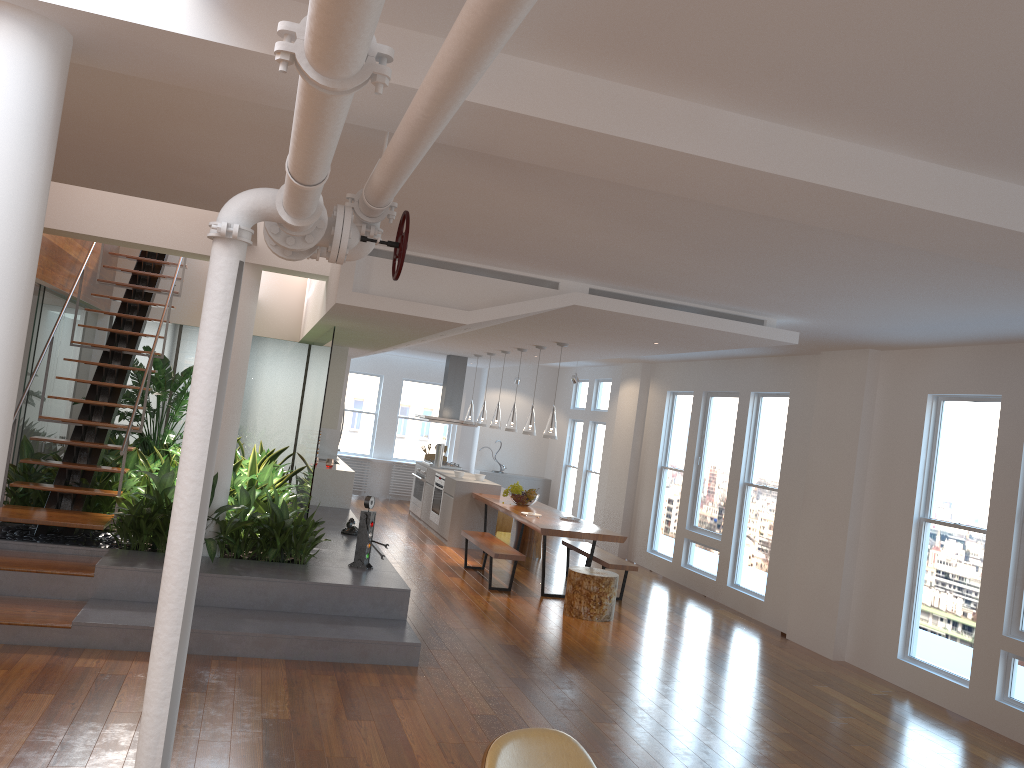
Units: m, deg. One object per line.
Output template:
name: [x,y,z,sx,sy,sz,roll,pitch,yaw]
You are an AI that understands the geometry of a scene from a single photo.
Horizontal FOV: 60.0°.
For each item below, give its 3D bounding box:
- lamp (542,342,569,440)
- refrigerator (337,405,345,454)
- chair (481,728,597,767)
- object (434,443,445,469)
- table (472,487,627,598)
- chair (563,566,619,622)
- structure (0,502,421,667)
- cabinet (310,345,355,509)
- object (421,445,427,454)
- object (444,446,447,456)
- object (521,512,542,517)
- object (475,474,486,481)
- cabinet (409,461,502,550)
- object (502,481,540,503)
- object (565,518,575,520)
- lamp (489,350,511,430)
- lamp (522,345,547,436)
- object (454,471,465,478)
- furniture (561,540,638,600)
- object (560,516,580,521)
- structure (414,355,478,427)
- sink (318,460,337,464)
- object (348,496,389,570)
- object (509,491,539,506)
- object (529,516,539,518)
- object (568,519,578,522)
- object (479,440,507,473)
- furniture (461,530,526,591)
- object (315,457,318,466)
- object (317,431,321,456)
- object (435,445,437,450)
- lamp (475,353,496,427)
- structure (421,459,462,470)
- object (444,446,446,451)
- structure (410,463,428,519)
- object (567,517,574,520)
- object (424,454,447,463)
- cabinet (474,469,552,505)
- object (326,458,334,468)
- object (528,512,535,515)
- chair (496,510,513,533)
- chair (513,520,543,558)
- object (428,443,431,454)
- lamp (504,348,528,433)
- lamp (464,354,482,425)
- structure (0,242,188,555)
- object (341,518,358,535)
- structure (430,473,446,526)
lamp: [0.459,0.036,9.120,0.160,1.060,0.160,7,-2,11]
refrigerator: [-2.953,0.915,13.371,0.725,1.772,0.908,8,-2,-16]
chair: [0.323,1.463,2.390,0.856,0.752,0.867,8,-2,-11]
object: [-1.058,1.058,13.008,0.120,0.356,0.172,6,-3,32]
table: [-0.180,1.771,11.325,0.893,0.704,5.996,8,-2,-16]
chair: [0.722,1.914,8.106,0.460,0.400,0.460,8,-2,-6]
structure: [-2.827,1.452,8.038,3.088,0.386,5.584,8,-2,-16]
cabinet: [-2.771,0.693,12.651,0.676,2.280,4.565,8,-2,-16]
object: [-1.339,1.091,13.875,0.199,0.259,0.016,8,-2,-5]
object: [-1.061,1.116,13.958,0.057,0.294,0.030,8,-2,-16]
object: [0.205,1.379,9.366,0.222,0.020,0.222,7,-3,25]
object: [-0.422,1.224,11.587,0.152,0.082,0.152,6,-3,35]
cabinet: [-0.876,1.664,12.579,0.597,0.832,2.936,8,-2,-16]
object: [0.112,1.281,10.368,0.292,0.284,0.394,6,-3,38]
object: [0.619,1.443,9.435,0.124,0.011,0.124,9,-3,-34]
lamp: [-0.140,0.040,11.205,0.160,1.060,0.160,7,-2,11]
lamp: [0.260,0.037,9.815,0.160,1.060,0.160,7,-2,11]
object: [-0.693,1.189,11.638,0.152,0.082,0.152,7,-3,23]
furniture: [0.897,2.006,9.549,0.316,0.389,1.433,8,-2,-16]
object: [0.619,1.439,9.435,0.222,0.020,0.222,9,-3,-24]
structure: [-0.878,-0.098,13.510,0.909,1.405,0.900,8,-2,-16]
sink: [-2.523,1.123,11.647,0.449,0.192,0.666,8,-2,-16]
object: [-1.083,1.168,6.937,0.318,0.565,0.134,7,-2,20]
object: [0.132,1.347,10.359,0.360,0.159,0.360,6,-3,38]
object: [0.228,1.380,9.233,0.149,0.014,0.044,8,-2,-17]
object: [0.661,1.439,9.337,0.158,0.017,0.019,9,-2,-21]
object: [-0.299,1.257,15.458,0.590,0.563,0.210,10,-3,-45]
furniture: [-0.239,1.839,9.223,0.316,0.389,1.433,8,-2,-16]
object: [-2.377,0.927,10.662,0.094,0.106,0.094,8,-2,-10]
object: [-2.776,0.815,12.181,0.267,0.356,0.266,7,-2,10]
object: [-1.189,1.096,13.921,0.061,0.299,0.040,9,-2,-18]
lamp: [-0.339,0.042,11.900,0.160,1.060,0.160,7,-2,11]
structure: [-1.067,1.219,13.482,0.520,0.073,0.650,8,-2,-16]
object: [-1.091,1.111,13.931,0.068,0.298,0.039,8,-2,-16]
structure: [-1.161,1.635,13.442,0.649,0.735,0.890,8,-2,-16]
object: [0.620,1.433,9.435,0.079,0.030,0.070,7,-3,27]
object: [-1.197,1.175,13.908,0.353,0.157,0.084,8,-2,-16]
cabinet: [-0.032,1.949,15.579,1.309,0.725,0.420,8,-2,-16]
object: [-2.191,0.953,10.667,0.094,0.106,0.094,8,-2,-10]
object: [0.206,1.373,9.366,0.079,0.030,0.070,6,-3,37]
chair: [-0.202,1.995,13.490,0.344,0.430,0.549,8,-2,-12]
chair: [0.214,1.955,11.305,0.396,0.455,0.402,9,-3,-26]
object: [-1.302,1.079,13.889,0.055,0.299,0.027,8,-2,-16]
lamp: [0.060,0.039,10.510,0.160,1.060,0.160,7,-2,11]
lamp: [-0.539,0.043,12.595,0.160,1.060,0.160,7,-2,11]
structure: [-2.930,-0.641,8.702,2.552,4.265,4.591,8,-2,-16]
object: [-1.569,1.373,8.582,0.181,0.155,0.216,6,-3,39]
structure: [-1.002,1.554,12.019,0.072,0.648,0.644,8,-2,-16]
